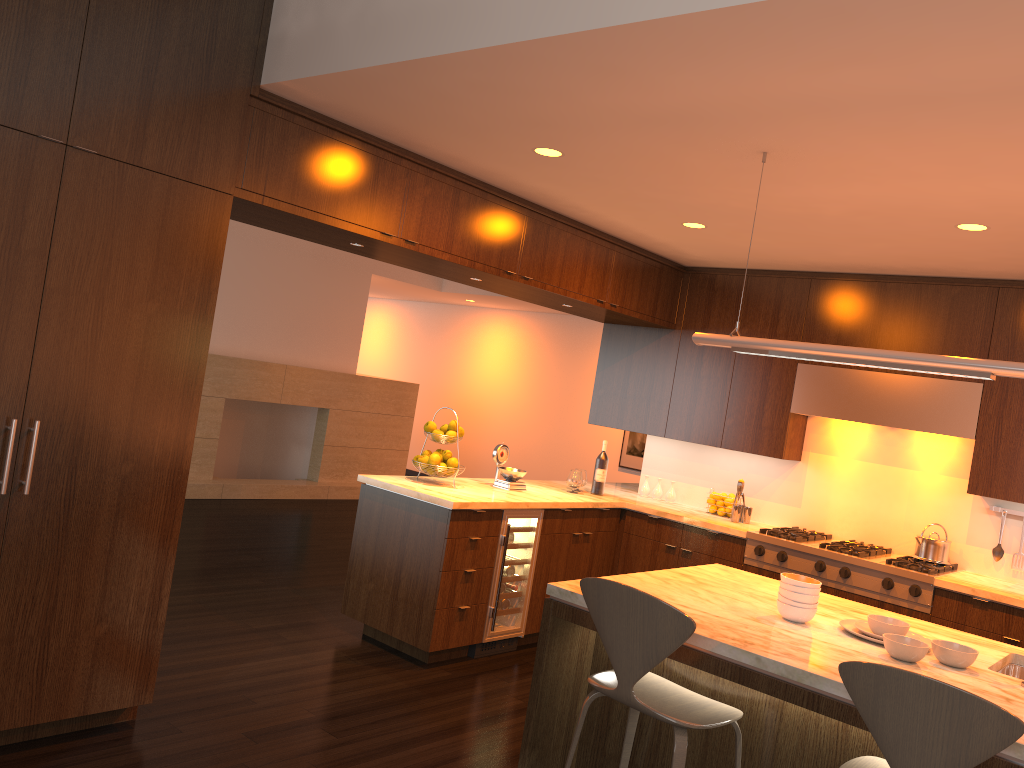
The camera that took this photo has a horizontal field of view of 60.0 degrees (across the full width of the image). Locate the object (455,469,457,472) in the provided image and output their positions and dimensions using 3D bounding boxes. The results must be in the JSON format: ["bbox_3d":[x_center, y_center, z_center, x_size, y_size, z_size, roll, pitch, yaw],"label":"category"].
[{"bbox_3d":[-0.355,0.497,5.367,0.073,0.072,0.071,9,0,-6],"label":"object"}]

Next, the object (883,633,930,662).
[{"bbox_3d":[1.233,0.834,2.783,0.138,0.059,0.139,9,0,-24],"label":"object"}]

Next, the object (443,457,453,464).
[{"bbox_3d":[-0.380,0.459,5.317,0.070,0.072,0.071,9,0,4],"label":"object"}]

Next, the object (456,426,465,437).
[{"bbox_3d":[-0.320,0.290,5.321,0.071,0.074,0.070,9,0,-29],"label":"object"}]

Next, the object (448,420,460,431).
[{"bbox_3d":[-0.347,0.250,5.282,0.068,0.072,0.071,9,0,-4],"label":"object"}]

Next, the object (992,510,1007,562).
[{"bbox_3d":[2.788,0.867,5.057,0.061,0.296,0.020,9,0,39],"label":"object"}]

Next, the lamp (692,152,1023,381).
[{"bbox_3d":[1.717,-0.369,2.667,2.465,0.765,0.120,9,0,40],"label":"lamp"}]

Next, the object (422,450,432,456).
[{"bbox_3d":[-0.502,0.428,5.285,0.067,0.071,0.069,9,0,-14],"label":"object"}]

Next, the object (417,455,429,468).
[{"bbox_3d":[-0.517,0.455,5.218,0.077,0.077,0.077,9,0,-38],"label":"object"}]

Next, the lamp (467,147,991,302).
[{"bbox_3d":[-2.060,-1.444,9.460,16.431,0.171,5.868,9,0,40],"label":"lamp"}]

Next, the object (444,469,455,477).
[{"bbox_3d":[-0.379,0.516,5.277,0.078,0.075,0.078,9,0,18],"label":"object"}]

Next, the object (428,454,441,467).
[{"bbox_3d":[-0.450,0.445,5.172,0.068,0.077,0.079,9,0,16],"label":"object"}]

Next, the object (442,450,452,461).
[{"bbox_3d":[-0.383,0.421,5.240,0.060,0.063,0.062,9,0,-42],"label":"object"}]

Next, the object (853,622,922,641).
[{"bbox_3d":[1.279,0.857,3.029,0.216,0.025,0.217,9,0,-33],"label":"object"}]

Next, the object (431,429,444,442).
[{"bbox_3d":[-0.441,0.308,5.270,0.078,0.072,0.077,9,0,6],"label":"object"}]

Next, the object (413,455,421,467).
[{"bbox_3d":[-0.555,0.458,5.290,0.068,0.069,0.065,9,0,17],"label":"object"}]

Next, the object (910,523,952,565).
[{"bbox_3d":[2.464,0.921,5.182,0.221,0.218,0.221,9,0,25],"label":"object"}]

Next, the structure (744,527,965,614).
[{"bbox_3d":[2.071,0.986,5.317,1.067,0.422,0.824,9,0,40],"label":"structure"}]

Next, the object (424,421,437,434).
[{"bbox_3d":[-0.488,0.260,5.302,0.075,0.079,0.077,9,0,-41],"label":"object"}]

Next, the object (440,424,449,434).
[{"bbox_3d":[-0.402,0.270,5.316,0.061,0.063,0.062,9,0,-26],"label":"object"}]

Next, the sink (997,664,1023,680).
[{"bbox_3d":[1.913,1.100,2.741,0.813,0.176,0.457,9,0,40],"label":"sink"}]

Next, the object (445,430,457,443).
[{"bbox_3d":[-0.360,0.312,5.266,0.078,0.077,0.077,9,0,-33],"label":"object"}]

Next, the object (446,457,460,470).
[{"bbox_3d":[-0.347,0.468,5.219,0.077,0.074,0.078,9,0,-35],"label":"object"}]

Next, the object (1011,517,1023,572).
[{"bbox_3d":[2.868,0.896,4.991,0.066,0.314,0.004,9,0,40],"label":"object"}]

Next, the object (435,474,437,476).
[{"bbox_3d":[-0.442,0.522,5.313,0.062,0.062,0.062,9,0,-6],"label":"object"}]

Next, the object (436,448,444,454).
[{"bbox_3d":[-0.428,0.415,5.305,0.063,0.059,0.061,9,0,-17],"label":"object"}]

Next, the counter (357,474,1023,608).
[{"bbox_3d":[1.482,0.925,5.205,3.616,0.038,3.187,9,0,40],"label":"counter"}]

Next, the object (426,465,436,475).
[{"bbox_3d":[-0.476,0.505,5.253,0.063,0.069,0.070,9,0,2],"label":"object"}]

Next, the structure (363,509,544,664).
[{"bbox_3d":[1.454,1.391,5.249,3.400,0.862,3.060,9,0,40],"label":"structure"}]

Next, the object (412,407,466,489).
[{"bbox_3d":[-0.420,0.367,5.303,0.324,0.461,0.324,9,0,-1],"label":"object"}]

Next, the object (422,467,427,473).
[{"bbox_3d":[-0.512,0.505,5.306,0.056,0.053,0.057,9,0,0],"label":"object"}]

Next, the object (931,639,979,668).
[{"bbox_3d":[1.399,0.861,2.811,0.138,0.059,0.139,9,0,-24],"label":"object"}]

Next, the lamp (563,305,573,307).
[{"bbox_3d":[0.360,-0.509,5.761,0.068,0.004,0.068,9,0,21],"label":"lamp"}]

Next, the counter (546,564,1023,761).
[{"bbox_3d":[1.550,0.934,2.676,2.711,0.038,1.280,9,0,40],"label":"counter"}]

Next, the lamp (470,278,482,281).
[{"bbox_3d":[-0.206,-0.600,5.079,0.068,0.004,0.068,9,0,21],"label":"lamp"}]

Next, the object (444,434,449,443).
[{"bbox_3d":[-0.378,0.317,5.341,0.071,0.072,0.071,9,0,-19],"label":"object"}]

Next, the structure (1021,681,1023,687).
[{"bbox_3d":[1.576,0.837,2.676,0.050,0.161,0.067,9,0,40],"label":"structure"}]

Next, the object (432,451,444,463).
[{"bbox_3d":[-0.442,0.437,5.241,0.077,0.075,0.077,9,0,14],"label":"object"}]

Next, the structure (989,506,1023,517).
[{"bbox_3d":[2.961,0.747,4.941,0.541,0.031,0.048,9,0,44],"label":"structure"}]

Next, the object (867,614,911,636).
[{"bbox_3d":[1.283,0.836,3.029,0.138,0.059,0.139,9,0,-24],"label":"object"}]

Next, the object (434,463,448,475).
[{"bbox_3d":[-0.417,0.498,5.207,0.078,0.076,0.078,9,0,27],"label":"object"}]
